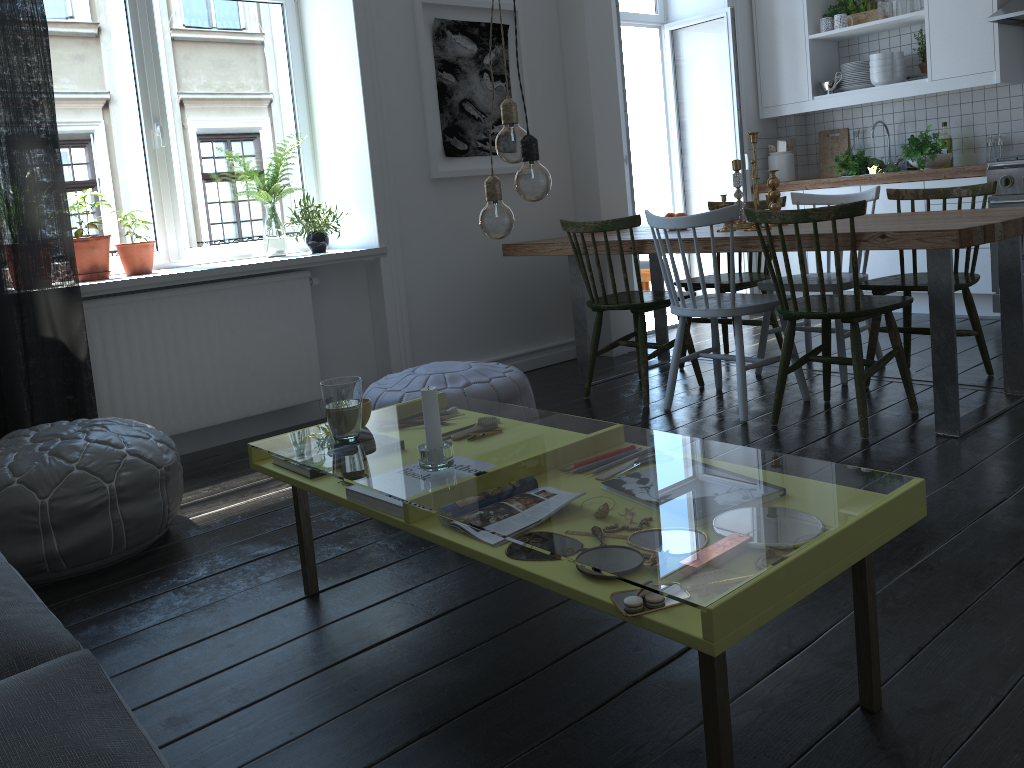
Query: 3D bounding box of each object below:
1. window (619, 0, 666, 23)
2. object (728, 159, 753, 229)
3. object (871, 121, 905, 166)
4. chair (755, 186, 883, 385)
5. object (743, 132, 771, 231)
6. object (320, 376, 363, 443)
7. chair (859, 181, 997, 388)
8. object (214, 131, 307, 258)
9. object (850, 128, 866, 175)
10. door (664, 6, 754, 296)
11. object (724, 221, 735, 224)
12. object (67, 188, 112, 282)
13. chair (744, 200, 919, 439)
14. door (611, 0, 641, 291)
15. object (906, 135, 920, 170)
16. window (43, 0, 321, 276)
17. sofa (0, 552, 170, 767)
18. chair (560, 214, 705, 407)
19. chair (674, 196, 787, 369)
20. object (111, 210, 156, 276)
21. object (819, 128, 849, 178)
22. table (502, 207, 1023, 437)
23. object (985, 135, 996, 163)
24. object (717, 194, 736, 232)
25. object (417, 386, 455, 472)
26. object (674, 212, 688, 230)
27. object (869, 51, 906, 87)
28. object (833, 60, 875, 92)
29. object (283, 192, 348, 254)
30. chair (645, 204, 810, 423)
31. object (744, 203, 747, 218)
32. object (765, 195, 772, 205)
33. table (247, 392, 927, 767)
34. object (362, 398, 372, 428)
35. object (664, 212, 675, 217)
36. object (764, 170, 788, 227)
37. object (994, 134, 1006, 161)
[{"bbox_3d":[0.627,-2.769,5.855,1.194,0.649,0.106,-14,10,-40],"label":"window"},{"bbox_3d":[1.016,-0.851,3.950,0.140,0.307,0.142,-5,6,2],"label":"object"},{"bbox_3d":[2.464,-1.551,5.762,0.188,0.348,0.279,-2,9,26],"label":"object"},{"bbox_3d":[1.451,-0.482,4.123,0.515,0.832,0.467,-11,9,-40],"label":"chair"},{"bbox_3d":[1.015,-0.847,3.690,0.113,0.406,0.115,-4,6,12],"label":"object"},{"bbox_3d":[-0.404,0.064,2.117,0.097,0.144,0.099,-4,8,11],"label":"object"},{"bbox_3d":[1.758,-0.422,3.739,0.491,0.818,0.468,-12,9,-41],"label":"chair"},{"bbox_3d":[-1.122,-0.878,4.139,0.392,0.559,0.333,-4,7,14],"label":"object"},{"bbox_3d":[2.358,-1.587,6.017,0.099,0.314,0.098,-10,8,-40],"label":"object"},{"bbox_3d":[1.362,-1.535,6.128,0.586,2.002,0.106,0,8,44],"label":"door"},{"bbox_3d":[1.044,-0.787,4.185,0.085,0.083,0.090,-10,10,-27],"label":"object"},{"bbox_3d":[-1.744,-0.604,3.581,0.260,0.365,0.236,-9,8,-28],"label":"object"},{"bbox_3d":[1.195,-0.268,3.261,0.491,0.817,0.468,-12,9,-41],"label":"chair"},{"bbox_3d":[0.509,-1.301,5.400,0.106,2.002,0.587,-9,7,-34],"label":"door"},{"bbox_3d":[2.608,-1.504,5.726,0.085,0.228,0.086,-4,6,15],"label":"object"},{"bbox_3d":[-1.633,-1.504,3.938,1.587,1.963,0.107,-12,8,-40],"label":"window"},{"bbox_3d":[-1.004,0.483,0.927,1.097,0.713,2.383,-13,14,-39],"label":"sofa"},{"bbox_3d":[0.548,-0.360,3.988,0.491,0.818,0.468,-12,9,-41],"label":"chair"},{"bbox_3d":[1.111,-0.514,4.466,0.491,0.817,0.468,-12,9,-41],"label":"chair"},{"bbox_3d":[-1.575,-0.598,3.702,0.176,0.274,0.197,-3,8,17],"label":"object"},{"bbox_3d":[2.259,-1.618,6.179,0.041,0.326,0.221,-10,9,-39],"label":"object"},{"bbox_3d":[1.085,-0.346,3.940,1.030,0.706,2.237,-13,14,-39],"label":"table"},{"bbox_3d":[2.922,-1.433,5.372,0.059,0.170,0.059,-8,7,-26],"label":"object"},{"bbox_3d":[0.922,-0.740,3.813,0.080,0.158,0.081,-5,7,7],"label":"object"},{"bbox_3d":[-0.164,0.088,1.830,0.074,0.171,0.075,-6,6,-5],"label":"object"},{"bbox_3d":[0.828,-0.792,4.292,0.091,0.087,0.084,-8,9,-13],"label":"object"},{"bbox_3d":[2.400,-2.007,5.625,0.313,0.214,0.150,-14,11,-42],"label":"object"},{"bbox_3d":[2.291,-2.030,5.838,0.309,0.192,0.301,-13,13,-38],"label":"object"},{"bbox_3d":[-0.921,-0.767,4.164,0.287,0.291,0.287,-11,10,-35],"label":"object"},{"bbox_3d":[0.853,-0.316,3.603,0.515,0.832,0.467,-11,9,-40],"label":"chair"},{"bbox_3d":[1.077,-0.786,4.081,0.102,0.113,0.104,1,10,35],"label":"object"},{"bbox_3d":[1.177,-0.791,4.002,0.050,0.137,0.049,-10,8,-40],"label":"object"},{"bbox_3d":[0.043,0.351,1.861,0.607,0.394,1.407,-13,14,-39],"label":"table"},{"bbox_3d":[-0.399,0.078,2.238,0.087,0.066,0.088,-7,10,-12],"label":"object"},{"bbox_3d":[0.788,-0.806,4.365,0.088,0.089,0.085,2,11,40],"label":"object"},{"bbox_3d":[1.163,-0.824,3.903,0.101,0.244,0.102,-7,7,-16],"label":"object"},{"bbox_3d":[2.946,-1.422,5.311,0.059,0.170,0.059,-8,7,-26],"label":"object"}]
